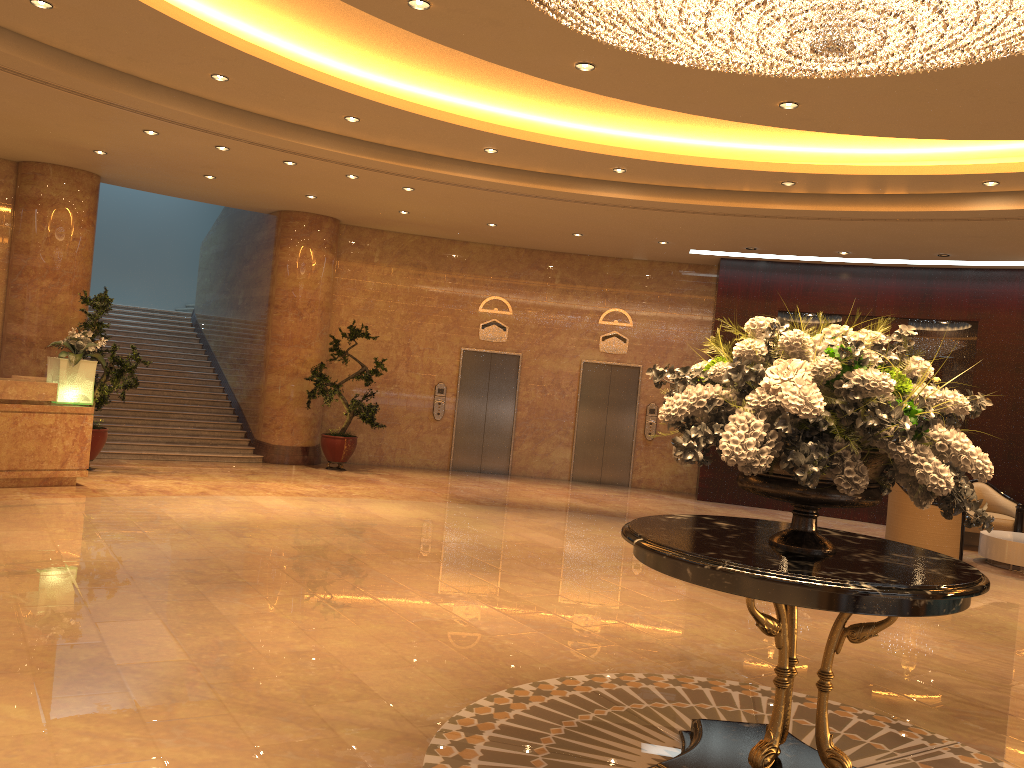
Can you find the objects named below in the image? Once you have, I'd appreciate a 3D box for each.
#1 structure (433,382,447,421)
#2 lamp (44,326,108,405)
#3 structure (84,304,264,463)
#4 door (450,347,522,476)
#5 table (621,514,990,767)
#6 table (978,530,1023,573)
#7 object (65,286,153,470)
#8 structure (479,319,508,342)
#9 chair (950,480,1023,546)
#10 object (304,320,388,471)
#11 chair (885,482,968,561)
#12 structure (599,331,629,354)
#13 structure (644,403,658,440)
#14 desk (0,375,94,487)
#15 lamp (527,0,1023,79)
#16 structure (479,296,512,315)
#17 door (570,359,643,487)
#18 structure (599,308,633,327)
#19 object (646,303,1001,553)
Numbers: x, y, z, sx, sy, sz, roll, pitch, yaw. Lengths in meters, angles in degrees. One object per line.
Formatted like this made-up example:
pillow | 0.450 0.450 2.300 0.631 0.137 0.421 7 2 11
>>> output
structure | -1.247 0.303 15.292 0.200 0.661 0.053 5 0 -11
lamp | -4.966 -0.229 10.143 0.532 0.897 0.606 6 0 36
structure | -6.576 -1.829 16.033 9.849 5.560 7.472 5 0 -33
door | -0.462 0.483 15.495 1.070 2.145 0.150 5 0 -8
table | 1.169 1.232 3.825 1.493 1.089 1.493 5 0 -39
table | 6.335 2.066 10.757 1.196 0.354 1.196 5 0 -6
object | -5.385 -0.080 11.531 1.250 2.363 0.843 6 0 38
structure | -0.317 -0.935 15.446 0.504 0.405 0.012 5 0 -8
chair | 6.353 1.780 11.994 0.951 0.916 0.769 6 0 17
object | -2.597 0.176 13.853 1.250 2.363 0.843 5 0 -11
chair | 5.045 1.659 10.954 0.769 0.916 0.951 6 0 2
structure | 1.788 -0.732 15.536 0.504 0.405 0.012 6 0 3
structure | 2.425 0.657 15.459 0.200 0.661 0.053 6 0 7
desk | -6.674 0.440 4.490 3.466 1.155 12.951 6 0 2
lamp | 1.453 -2.045 3.854 3.204 1.196 3.206 6 0 4
structure | -0.274 -1.380 15.442 0.600 0.293 0.010 5 0 -8
door | 1.650 0.689 15.594 1.070 2.149 0.150 6 0 3
structure | 1.829 -1.177 15.532 0.600 0.293 0.010 6 0 3
object | 1.254 0.193 3.787 1.318 0.999 1.277 6 0 -2
